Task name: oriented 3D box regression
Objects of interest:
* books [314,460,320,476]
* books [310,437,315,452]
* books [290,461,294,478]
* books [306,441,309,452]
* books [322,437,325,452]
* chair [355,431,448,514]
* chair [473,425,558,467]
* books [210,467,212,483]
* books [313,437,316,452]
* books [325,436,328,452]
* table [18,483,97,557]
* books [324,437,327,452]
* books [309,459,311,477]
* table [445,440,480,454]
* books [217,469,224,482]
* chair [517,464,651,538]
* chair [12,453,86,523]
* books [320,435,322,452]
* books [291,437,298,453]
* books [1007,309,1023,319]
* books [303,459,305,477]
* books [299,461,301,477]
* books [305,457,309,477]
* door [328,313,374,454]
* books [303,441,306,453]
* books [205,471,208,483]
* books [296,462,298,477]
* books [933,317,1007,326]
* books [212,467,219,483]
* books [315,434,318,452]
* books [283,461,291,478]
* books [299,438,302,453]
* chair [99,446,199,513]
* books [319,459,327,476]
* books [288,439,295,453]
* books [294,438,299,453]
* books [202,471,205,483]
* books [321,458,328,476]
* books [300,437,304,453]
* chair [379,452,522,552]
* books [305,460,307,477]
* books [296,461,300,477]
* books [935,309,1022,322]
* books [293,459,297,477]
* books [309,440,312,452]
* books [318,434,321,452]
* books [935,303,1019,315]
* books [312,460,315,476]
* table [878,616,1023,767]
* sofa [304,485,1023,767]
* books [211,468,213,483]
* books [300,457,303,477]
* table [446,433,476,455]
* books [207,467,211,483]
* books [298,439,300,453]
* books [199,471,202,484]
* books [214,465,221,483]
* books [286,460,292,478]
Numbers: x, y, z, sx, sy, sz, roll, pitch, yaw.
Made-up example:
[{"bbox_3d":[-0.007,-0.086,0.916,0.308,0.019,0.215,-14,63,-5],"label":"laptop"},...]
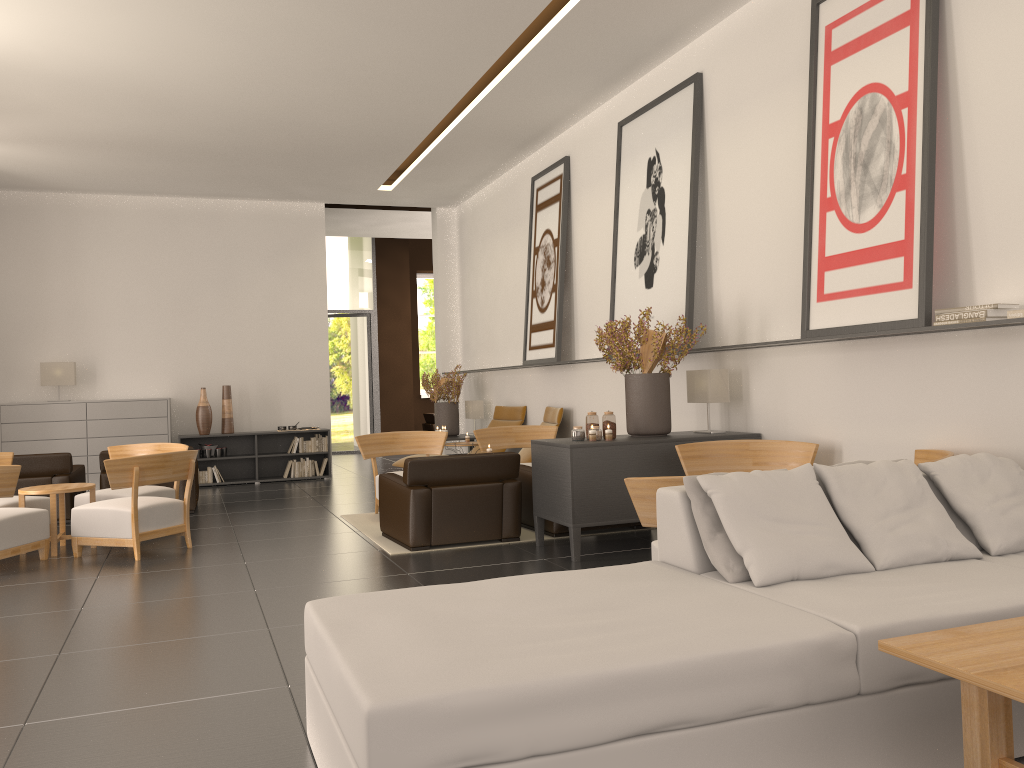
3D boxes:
[{"bbox_3d":[-4.264,1.834,19.324,0.106,0.325,0.238,-2,-1,-20],"label":"books"},{"bbox_3d":[-4.339,1.322,19.278,0.054,0.311,0.244,-1,-1,-20],"label":"books"},{"bbox_3d":[-4.743,1.840,19.134,0.071,0.344,0.265,-1,-1,-20],"label":"books"},{"bbox_3d":[-4.455,1.357,19.275,0.054,0.249,0.167,-1,-1,-20],"label":"books"},{"bbox_3d":[-4.132,1.314,19.353,0.039,0.313,0.245,-1,-1,-20],"label":"books"},{"bbox_3d":[-1.553,1.342,13.238,1.452,1.227,1.150,-2,-1,-20],"label":"chair"},{"bbox_3d":[0.192,1.284,13.881,1.452,1.227,1.150,-2,-1,-20],"label":"chair"},{"bbox_3d":[-6.295,1.900,18.535,0.019,0.325,0.254,-1,-1,-20],"label":"books"},{"bbox_3d":[-4.295,1.317,19.299,0.039,0.318,0.236,-1,-1,-20],"label":"books"},{"bbox_3d":[-4.055,1.299,19.378,0.022,0.339,0.253,-1,-1,-20],"label":"books"},{"bbox_3d":[-5.726,1.699,11.189,0.870,0.803,0.869,-2,-1,2],"label":"table"},{"bbox_3d":[-4.093,1.317,19.378,0.048,0.305,0.226,-1,-1,-20],"label":"books"},{"bbox_3d":[-4.394,1.821,19.262,0.023,0.357,0.266,-1,-1,-20],"label":"books"},{"bbox_3d":[-0.824,1.498,16.148,0.797,0.904,0.797,-1,-1,-43],"label":"table"},{"bbox_3d":[-6.117,1.911,18.601,0.142,0.290,0.252,-2,-1,-20],"label":"books"},{"bbox_3d":[0.915,1.332,11.655,1.538,1.076,1.499,-2,-1,-20],"label":"chair"},{"bbox_3d":[-7.653,1.626,14.008,1.538,1.076,1.499,-2,-1,-20],"label":"chair"},{"bbox_3d":[-4.178,1.293,19.356,0.039,0.358,0.210,-1,-1,-20],"label":"books"},{"bbox_3d":[-4.708,1.313,19.147,0.138,0.355,0.236,-2,-1,-20],"label":"books"},{"bbox_3d":[3.941,-0.524,6.542,0.301,0.064,0.406,-2,0,-30],"label":"books"},{"bbox_3d":[-4.526,1.815,19.238,0.041,0.377,0.221,-1,-1,-20],"label":"books"},{"bbox_3d":[-4.592,1.842,19.189,0.016,0.328,0.265,-1,-1,-20],"label":"books"},{"bbox_3d":[-4.444,1.799,19.256,0.041,0.404,0.245,-1,-1,-20],"label":"books"},{"bbox_3d":[-5.452,0.012,26.933,2.377,4.271,0.100,-2,-1,-5],"label":"door"},{"bbox_3d":[-4.508,1.358,19.256,0.054,0.249,0.167,-1,-1,-20],"label":"books"},{"bbox_3d":[-6.397,1.941,18.543,0.054,0.249,0.167,-1,-1,-20],"label":"books"},{"bbox_3d":[-4.664,1.847,19.170,0.018,0.322,0.251,-1,-1,-20],"label":"books"},{"bbox_3d":[3.732,-0.500,7.126,0.377,0.032,0.504,-2,0,-20],"label":"books"},{"bbox_3d":[-6.207,1.900,18.568,0.130,0.322,0.252,-2,-1,-20],"label":"books"},{"bbox_3d":[-4.259,1.283,19.315,0.039,0.384,0.232,-1,-1,-20],"label":"books"},{"bbox_3d":[-4.847,1.836,19.104,0.154,0.361,0.249,-2,-1,-20],"label":"books"},{"bbox_3d":[-4.583,1.323,19.183,0.019,0.325,0.254,-1,-1,-20],"label":"books"},{"bbox_3d":[-5.976,1.571,14.625,1.538,1.076,1.499,-2,-1,-20],"label":"chair"},{"bbox_3d":[-4.138,1.813,19.365,0.154,0.361,0.249,-2,-1,-20],"label":"books"},{"bbox_3d":[-4.760,1.346,19.118,0.142,0.290,0.252,-2,-1,-20],"label":"books"},{"bbox_3d":[-4.670,1.328,19.152,0.130,0.322,0.252,-2,-1,-20],"label":"books"},{"bbox_3d":[-6.449,1.943,18.523,0.054,0.249,0.167,-1,-1,-20],"label":"books"},{"bbox_3d":[-4.110,1.806,19.375,0.156,0.371,0.251,-2,-1,-20],"label":"books"},{"bbox_3d":[-4.559,1.320,19.228,0.054,0.329,0.187,-1,-1,-20],"label":"books"},{"bbox_3d":[-0.761,1.387,11.038,1.538,1.076,1.499,-2,-1,-20],"label":"chair"},{"bbox_3d":[-4.482,1.834,19.239,0.041,0.335,0.248,-1,-1,-20],"label":"books"},{"bbox_3d":[-4.628,1.843,19.180,0.057,0.328,0.257,-1,-1,-20],"label":"books"},{"bbox_3d":[3.746,-0.548,7.120,0.391,0.063,0.497,-2,0,-20],"label":"books"},{"bbox_3d":[-4.694,1.821,19.161,0.041,0.377,0.248,-1,-1,-20],"label":"books"},{"bbox_3d":[-4.404,1.355,19.294,0.054,0.249,0.167,-1,-1,-20],"label":"books"},{"bbox_3d":[-4.210,1.280,19.340,0.029,0.385,0.219,-1,-1,-20],"label":"books"},{"bbox_3d":[3.729,-0.599,7.119,0.299,0.040,0.525,-2,0,-30],"label":"books"},{"bbox_3d":[-4.348,1.825,19.316,0.057,0.346,0.197,-1,-1,-20],"label":"books"},{"bbox_3d":[2.467,1.384,2.978,1.600,0.840,1.599,-2,0,-20],"label":"table"},{"bbox_3d":[2.405,1.196,3.185,5.526,1.205,5.602,-2,0,-20],"label":"sofa"},{"bbox_3d":[-6.278,1.909,18.549,0.017,0.305,0.239,-1,-1,-20],"label":"books"},{"bbox_3d":[-4.560,1.802,19.221,0.031,0.406,0.231,-1,-1,-20],"label":"books"},{"bbox_3d":[-1.222,1.547,19.053,1.600,0.840,1.599,-2,0,-20],"label":"table"},{"bbox_3d":[-6.342,1.899,18.554,0.054,0.329,0.187,-1,-1,-20],"label":"books"},{"bbox_3d":[-4.604,1.333,19.183,0.017,0.305,0.239,-1,-1,-20],"label":"books"},{"bbox_3d":[-6.501,1.945,18.504,0.054,0.249,0.167,-1,-1,-20],"label":"books"},{"bbox_3d":[-6.176,1.882,18.589,0.138,0.355,0.236,-2,-1,-20],"label":"books"},{"bbox_3d":[-4.819,1.829,19.114,0.156,0.371,0.251,-2,-1,-20],"label":"books"}]
